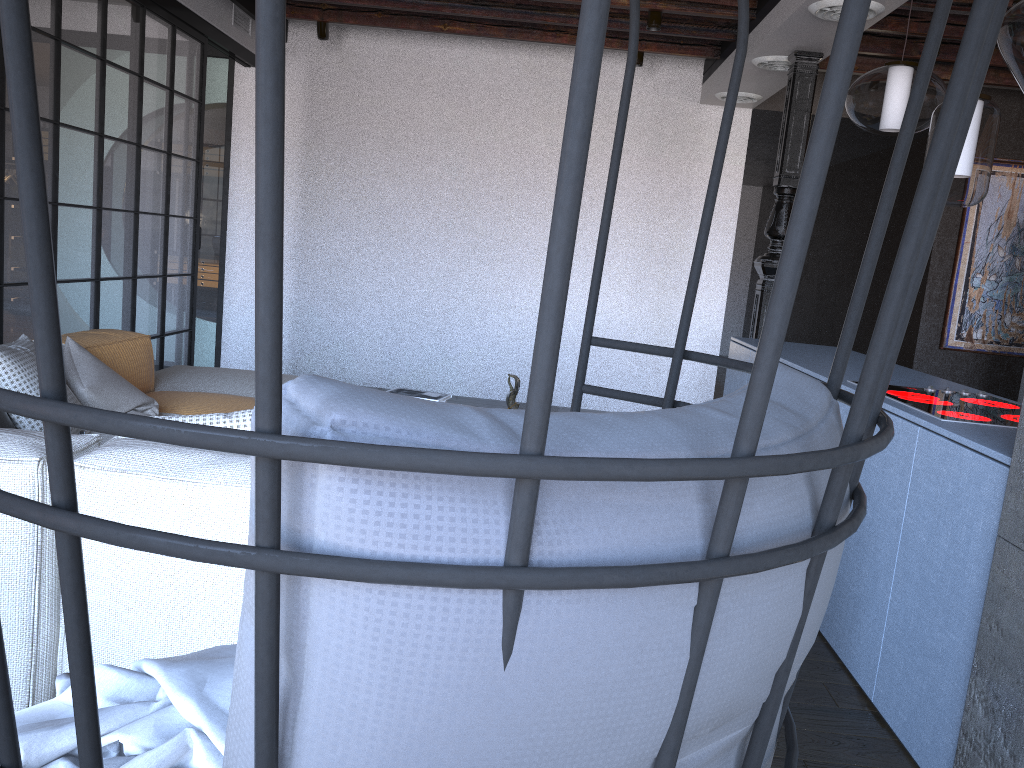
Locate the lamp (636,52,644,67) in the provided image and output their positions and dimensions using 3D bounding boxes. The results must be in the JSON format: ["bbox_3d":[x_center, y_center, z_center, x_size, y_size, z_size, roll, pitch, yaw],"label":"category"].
[{"bbox_3d":[0.857,-2.293,6.123,0.119,0.184,0.082,14,12,42],"label":"lamp"}]

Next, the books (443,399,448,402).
[{"bbox_3d":[-0.431,0.066,4.021,0.268,0.014,0.196,6,8,0],"label":"books"}]

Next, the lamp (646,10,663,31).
[{"bbox_3d":[0.818,-2.150,5.138,0.082,0.184,0.116,-1,11,-38],"label":"lamp"}]

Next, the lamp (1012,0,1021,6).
[{"bbox_3d":[2.363,-1.825,4.061,0.091,0.203,0.119,3,9,-19],"label":"lamp"}]

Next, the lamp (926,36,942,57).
[{"bbox_3d":[2.410,-1.986,5.102,0.121,0.184,0.082,5,9,-7],"label":"lamp"}]

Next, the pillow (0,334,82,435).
[{"bbox_3d":[-1.608,0.025,3.004,0.293,0.355,0.495,4,9,-13],"label":"pillow"}]

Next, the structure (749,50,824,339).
[{"bbox_3d":[-2.326,-0.817,3.797,8.515,2.396,0.481,3,9,-18],"label":"structure"}]

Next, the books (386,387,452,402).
[{"bbox_3d":[-0.429,0.051,4.018,0.268,0.014,0.196,8,9,12],"label":"books"}]

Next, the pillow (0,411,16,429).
[{"bbox_3d":[-1.673,0.053,2.668,0.263,0.401,0.509,5,9,-4],"label":"pillow"}]

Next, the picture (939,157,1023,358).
[{"bbox_3d":[3.779,-0.954,6.768,0.780,1.471,0.067,6,9,1],"label":"picture"}]

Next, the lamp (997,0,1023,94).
[{"bbox_3d":[1.420,-1.057,2.159,0.367,0.748,0.367,0,11,-35],"label":"lamp"}]

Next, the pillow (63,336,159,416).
[{"bbox_3d":[-1.530,0.007,3.371,0.484,0.314,0.358,14,12,43],"label":"pillow"}]

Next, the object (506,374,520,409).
[{"bbox_3d":[-0.002,0.060,4.084,0.099,0.223,0.093,13,12,40],"label":"object"}]

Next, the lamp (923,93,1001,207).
[{"bbox_3d":[1.444,-1.037,2.750,0.194,0.956,0.197,11,10,31],"label":"lamp"}]

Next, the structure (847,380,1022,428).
[{"bbox_3d":[1.429,0.080,2.780,0.504,0.057,0.763,6,8,1],"label":"structure"}]

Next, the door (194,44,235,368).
[{"bbox_3d":[-4.223,-1.503,6.999,4.185,2.595,0.138,6,9,1],"label":"door"}]

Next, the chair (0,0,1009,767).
[{"bbox_3d":[0.020,-0.539,0.633,0.802,2.222,0.682,-3,12,-43],"label":"chair"}]

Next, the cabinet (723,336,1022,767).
[{"bbox_3d":[1.403,0.399,3.437,0.607,0.845,2.957,6,8,1],"label":"cabinet"}]

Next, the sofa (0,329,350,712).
[{"bbox_3d":[-0.823,0.263,3.501,2.536,0.698,3.297,6,8,1],"label":"sofa"}]

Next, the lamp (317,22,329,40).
[{"bbox_3d":[-1.321,-2.503,6.174,0.093,0.210,0.145,5,9,-3],"label":"lamp"}]

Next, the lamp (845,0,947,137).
[{"bbox_3d":[1.466,-1.266,3.307,0.364,0.665,0.364,3,9,-15],"label":"lamp"}]

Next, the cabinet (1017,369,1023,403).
[{"bbox_3d":[3.818,0.062,4.009,0.713,1.810,4.170,6,9,1],"label":"cabinet"}]

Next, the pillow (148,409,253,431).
[{"bbox_3d":[-0.727,0.204,2.315,0.543,0.402,0.250,3,9,-16],"label":"pillow"}]
